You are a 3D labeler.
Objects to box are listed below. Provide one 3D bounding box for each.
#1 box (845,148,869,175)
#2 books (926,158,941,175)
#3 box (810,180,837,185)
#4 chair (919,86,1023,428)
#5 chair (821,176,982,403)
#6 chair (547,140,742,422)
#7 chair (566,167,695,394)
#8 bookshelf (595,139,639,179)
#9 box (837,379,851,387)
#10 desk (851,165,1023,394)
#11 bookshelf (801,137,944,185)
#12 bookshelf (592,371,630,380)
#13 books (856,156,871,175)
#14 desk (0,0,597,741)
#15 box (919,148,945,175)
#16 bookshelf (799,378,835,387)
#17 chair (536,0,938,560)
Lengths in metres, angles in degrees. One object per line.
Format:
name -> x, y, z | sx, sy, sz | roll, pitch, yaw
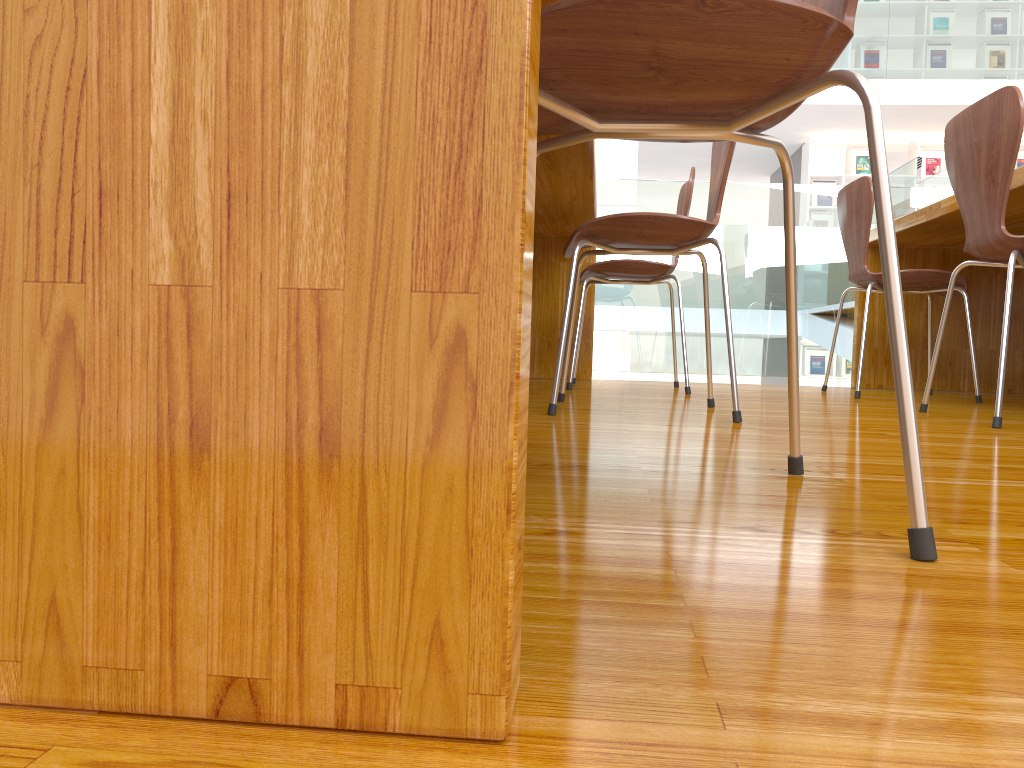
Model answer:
box -> 3.623, -2.281, 9.201 | 0.245, 0.296, 0.274 | 2, 3, 6
books -> 4.291, -2.197, 9.035 | 0.145, 0.210, 0.037 | 2, 3, 6
box -> 3.235, -1.968, 9.254 | 0.245, 0.296, 0.274 | 2, 3, 6
chair -> 1.182, -0.260, 1.949 | 0.381, 0.693, 0.428 | 2, 3, 6
chair -> 1.278, -0.304, 2.915 | 0.381, 0.693, 0.428 | 2, 3, 6
chair -> 0.290, -0.286, 1.925 | 0.381, 0.693, 0.428 | 2, 3, 6
chair -> 0.386, -0.330, 2.891 | 0.381, 0.693, 0.428 | 2, 3, 6
bookshelf -> -0.519, -1.755, 9.572 | 3.666, 1.836, 0.498 | 2, 3, 6
box -> 3.573, 0.100, 9.315 | 0.245, 0.296, 0.274 | 2, 3, 6
desk -> 1.572, -0.199, 1.819 | 0.760, 0.606, 3.356 | 2, 3, 6
bookshelf -> 4.516, -1.575, 9.075 | 2.984, 1.836, 0.498 | 2, 3, 6
bookshelf -> -0.578, 0.300, 9.723 | 3.666, 1.836, 0.397 | 2, 3, 6
books -> 3.607, -2.237, 9.102 | 0.145, 0.210, 0.037 | 2, 3, 6
desk -> -0.463, -0.060, 1.940 | 1.248, 1.022, 3.216 | 2, 3, 6
box -> 4.298, -2.258, 9.133 | 0.245, 0.296, 0.274 | 2, 3, 6
bookshelf -> 4.452, 0.483, 9.176 | 2.984, 1.836, 0.498 | 2, 3, 6
chair -> 0.142, -0.238, 0.829 | 0.381, 0.693, 0.428 | 2, 3, 6
